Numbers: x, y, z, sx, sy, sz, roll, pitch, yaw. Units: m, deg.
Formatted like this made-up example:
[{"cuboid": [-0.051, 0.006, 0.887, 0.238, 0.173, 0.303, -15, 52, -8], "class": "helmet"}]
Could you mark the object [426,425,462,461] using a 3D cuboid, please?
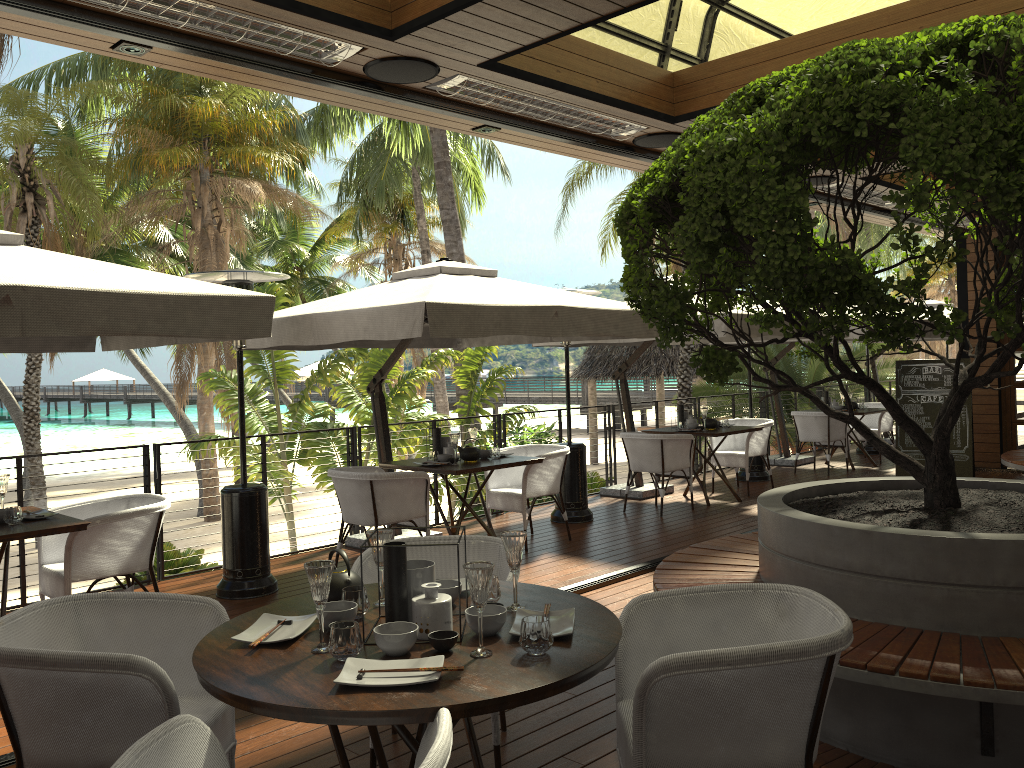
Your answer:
[{"cuboid": [-0.534, 0.465, 7.023, 0.263, 0.264, 0.263, -2, 1, 0], "class": "object"}]

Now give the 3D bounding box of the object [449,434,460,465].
[{"cuboid": [-0.425, 0.486, 6.603, 0.082, 0.227, 0.082, -2, 0, -44], "class": "object"}]

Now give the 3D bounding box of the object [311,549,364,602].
[{"cuboid": [-0.542, 0.600, 2.754, 0.163, 0.179, 0.168, -2, 1, 4], "class": "object"}]

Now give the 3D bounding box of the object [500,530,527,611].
[{"cuboid": [0.008, 0.559, 2.653, 0.082, 0.227, 0.082, -2, 0, 7], "class": "object"}]

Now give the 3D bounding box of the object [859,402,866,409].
[{"cuboid": [4.629, 0.289, 11.717, 0.086, 0.086, 0.086, -2, 1, -40], "class": "object"}]

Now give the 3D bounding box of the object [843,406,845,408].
[{"cuboid": [4.467, 0.313, 11.852, 0.080, 0.042, 0.080, -1, 1, 36], "class": "object"}]

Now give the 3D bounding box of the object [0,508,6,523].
[{"cuboid": [-2.629, 0.683, 4.582, 0.116, 0.065, 0.116, -1, 1, 26], "class": "object"}]

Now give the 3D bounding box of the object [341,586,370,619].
[{"cuboid": [-0.466, 0.647, 2.622, 0.086, 0.086, 0.086, -2, 1, -34], "class": "object"}]

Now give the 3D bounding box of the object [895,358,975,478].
[{"cuboid": [4.771, 0.418, 10.018, 0.768, 1.397, 0.772, -2, 0, 29], "class": "object"}]

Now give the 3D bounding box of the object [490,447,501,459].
[{"cuboid": [-0.131, 0.543, 6.935, 0.086, 0.086, 0.086, -2, 1, -40], "class": "object"}]

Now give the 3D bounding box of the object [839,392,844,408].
[{"cuboid": [4.450, 0.217, 11.930, 0.082, 0.227, 0.082, -2, 0, -44], "class": "object"}]

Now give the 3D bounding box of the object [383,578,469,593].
[{"cuboid": [-0.276, 0.666, 2.901, 0.294, 0.025, 0.170, -2, 1, 1], "class": "object"}]

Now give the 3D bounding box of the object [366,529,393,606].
[{"cuboid": [-0.407, 0.570, 2.753, 0.082, 0.227, 0.082, -2, 0, -10], "class": "object"}]

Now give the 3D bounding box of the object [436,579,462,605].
[{"cuboid": [-0.210, 0.648, 2.730, 0.116, 0.065, 0.116, -1, 1, 27], "class": "object"}]

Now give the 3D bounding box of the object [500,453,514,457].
[{"cuboid": [-0.143, 0.569, 7.146, 0.294, 0.025, 0.170, -1, 2, 45], "class": "object"}]

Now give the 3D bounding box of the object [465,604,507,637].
[{"cuboid": [-0.070, 0.650, 2.424, 0.116, 0.065, 0.116, -2, 1, 4], "class": "object"}]

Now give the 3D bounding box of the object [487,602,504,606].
[{"cuboid": [-0.062, 0.659, 2.550, 0.080, 0.042, 0.080, -1, 1, 35], "class": "object"}]

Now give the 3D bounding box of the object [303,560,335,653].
[{"cuboid": [-0.501, 0.582, 2.323, 0.082, 0.227, 0.082, -2, 0, 7], "class": "object"}]

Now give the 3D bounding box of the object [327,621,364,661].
[{"cuboid": [-0.422, 0.654, 2.250, 0.086, 0.086, 0.086, -2, 1, -44], "class": "object"}]

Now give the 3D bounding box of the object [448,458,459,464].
[{"cuboid": [-0.438, 0.580, 6.682, 0.080, 0.042, 0.080, -2, 1, 6], "class": "object"}]

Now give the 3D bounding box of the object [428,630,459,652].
[{"cuboid": [-0.177, 0.668, 2.291, 0.080, 0.042, 0.080, -2, 1, 0], "class": "object"}]

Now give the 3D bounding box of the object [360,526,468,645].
[{"cuboid": [-0.267, 0.556, 2.486, 0.263, 0.264, 0.263, -2, 1, 1], "class": "object"}]

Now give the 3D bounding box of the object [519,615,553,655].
[{"cuboid": [0.061, 0.639, 2.251, 0.086, 0.086, 0.086, -2, 1, -34], "class": "object"}]

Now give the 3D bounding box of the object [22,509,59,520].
[{"cuboid": [-2.552, 0.698, 4.727, 0.294, 0.025, 0.170, -1, 2, 45], "class": "object"}]

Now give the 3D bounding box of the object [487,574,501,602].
[{"cuboid": [-0.077, 0.633, 2.717, 0.086, 0.086, 0.086, -2, 1, -44], "class": "object"}]

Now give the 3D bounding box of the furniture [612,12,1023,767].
[{"cuboid": [1.792, 0.008, 3.675, 2.615, 2.722, 2.695, -1, 1, 36], "class": "furniture"}]

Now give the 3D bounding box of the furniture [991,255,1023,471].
[{"cuboid": [5.497, -0.188, 7.298, 2.569, 2.722, 2.720, -2, 1, 10], "class": "furniture"}]

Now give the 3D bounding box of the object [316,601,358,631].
[{"cuboid": [-0.495, 0.662, 2.512, 0.116, 0.065, 0.116, -2, 1, 4], "class": "object"}]

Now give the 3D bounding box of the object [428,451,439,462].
[{"cuboid": [-0.601, 0.560, 6.814, 0.086, 0.086, 0.086, -2, 1, -40], "class": "object"}]

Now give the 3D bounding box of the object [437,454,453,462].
[{"cuboid": [-0.509, 0.569, 6.751, 0.116, 0.065, 0.116, -1, 1, 43], "class": "object"}]

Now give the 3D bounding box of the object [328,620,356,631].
[{"cuboid": [-0.459, 0.674, 2.411, 0.080, 0.042, 0.080, -1, 1, 35], "class": "object"}]

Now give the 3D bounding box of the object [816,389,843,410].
[{"cuboid": [4.226, 0.212, 11.805, 0.263, 0.264, 0.263, -2, 1, 0], "class": "object"}]

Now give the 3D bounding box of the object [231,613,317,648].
[{"cuboid": [-0.662, 0.688, 2.459, 0.170, 0.025, 0.295, -2, 1, 6], "class": "object"}]

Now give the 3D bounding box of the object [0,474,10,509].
[{"cuboid": [-2.718, 0.599, 4.728, 0.082, 0.227, 0.082, -2, 0, -44], "class": "object"}]

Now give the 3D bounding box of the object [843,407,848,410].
[{"cuboid": [4.322, 0.326, 11.464, 0.080, 0.042, 0.080, -1, 1, 36], "class": "object"}]

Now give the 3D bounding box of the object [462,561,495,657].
[{"cuboid": [-0.081, 0.570, 2.249, 0.082, 0.227, 0.082, -2, 0, -10], "class": "object"}]

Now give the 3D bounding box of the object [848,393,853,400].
[{"cuboid": [4.335, 0.232, 11.384, 0.082, 0.227, 0.082, -2, 0, -44], "class": "object"}]

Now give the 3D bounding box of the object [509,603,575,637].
[{"cuboid": [0.090, 0.664, 2.482, 0.170, 0.025, 0.295, -2, 1, 6], "class": "object"}]

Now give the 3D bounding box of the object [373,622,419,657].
[{"cuboid": [-0.298, 0.661, 2.282, 0.116, 0.065, 0.116, -1, 1, 27], "class": "object"}]

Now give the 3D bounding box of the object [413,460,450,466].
[{"cuboid": [-0.585, 0.595, 6.606, 0.294, 0.025, 0.170, -1, 2, 45], "class": "object"}]

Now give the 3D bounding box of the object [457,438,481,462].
[{"cuboid": [-0.321, 0.505, 6.809, 0.168, 0.179, 0.163, -2, 1, -43], "class": "object"}]

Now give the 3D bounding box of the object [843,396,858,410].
[{"cuboid": [4.439, 0.251, 11.594, 0.168, 0.179, 0.163, -1, 1, 43], "class": "object"}]

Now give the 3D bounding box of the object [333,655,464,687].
[{"cuboid": [-0.261, 0.683, 2.101, 0.294, 0.025, 0.170, -2, 1, 1], "class": "object"}]

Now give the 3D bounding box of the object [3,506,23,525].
[{"cuboid": [-2.539, 0.671, 4.515, 0.086, 0.086, 0.086, -2, 1, -45], "class": "object"}]
